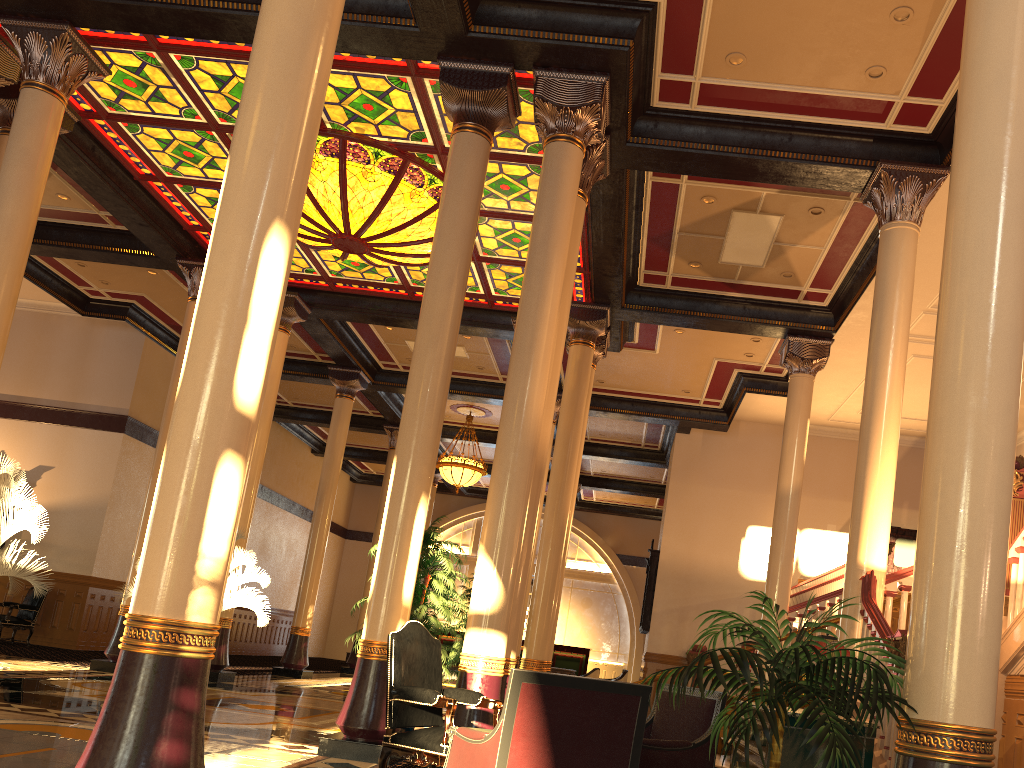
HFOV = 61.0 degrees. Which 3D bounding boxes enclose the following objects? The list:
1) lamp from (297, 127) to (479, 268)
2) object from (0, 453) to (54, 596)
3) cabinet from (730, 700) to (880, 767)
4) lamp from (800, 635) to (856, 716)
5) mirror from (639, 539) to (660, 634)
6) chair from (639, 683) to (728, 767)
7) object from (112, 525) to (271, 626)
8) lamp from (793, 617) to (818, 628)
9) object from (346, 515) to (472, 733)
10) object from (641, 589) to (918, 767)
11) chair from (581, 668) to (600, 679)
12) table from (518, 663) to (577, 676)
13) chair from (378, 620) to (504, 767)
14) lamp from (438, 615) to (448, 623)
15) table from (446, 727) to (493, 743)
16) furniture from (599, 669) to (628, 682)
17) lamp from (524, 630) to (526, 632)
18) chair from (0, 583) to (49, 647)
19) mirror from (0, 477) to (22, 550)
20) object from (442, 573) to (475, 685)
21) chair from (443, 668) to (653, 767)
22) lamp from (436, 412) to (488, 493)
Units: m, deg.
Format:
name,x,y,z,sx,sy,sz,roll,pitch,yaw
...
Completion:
name,x,y,z,sx,sy,sz,roll,pitch,yaw
lamp,-1.929,-1.968,10.619,2.978,0.589,3.110,7,-17,4
object,-5.110,1.714,8.257,2.079,2.207,1.842,9,-12,-6
cabinet,1.572,2.285,4.918,0.544,0.844,1.307,7,-14,8
lamp,1.673,1.565,4.674,0.318,0.410,0.329,8,-12,3
mirror,2.900,4.283,18.488,0.253,1.940,1.846,7,-12,9
chair,0.655,2.061,4.677,0.672,0.899,0.673,13,-12,-23
object,-4.288,3.093,12.389,1.798,2.221,2.160,6,-13,9
lamp,4.071,4.405,12.583,0.595,1.966,0.580,10,-9,-12
object,-0.887,2.185,7.789,1.141,2.102,1.003,15,-12,-35
object,1.103,1.534,3.632,1.089,1.404,1.055,0,-14,34
chair,1.131,5.481,15.521,0.745,0.892,1.015,2,-14,26
table,0.638,5.922,16.999,1.095,0.755,1.700,6,-16,7
chair,-0.412,2.036,5.350,0.722,1.074,0.781,4,-12,21
lamp,-2.055,7.192,26.262,0.449,0.433,0.409,18,-16,-38
table,-0.141,2.065,4.431,0.463,0.543,0.512,-4,-17,45
furniture,1.875,6.174,17.496,0.799,0.921,2.255,6,-16,8
lamp,0.546,7.494,26.118,0.449,0.433,0.409,18,-16,-38
chair,-8.521,3.888,14.843,0.711,1.074,0.793,2,-13,30
mirror,-9.752,2.165,15.851,1.375,1.519,0.205,7,-8,3
object,-0.453,3.509,11.870,1.048,2.102,1.095,9,-10,-5
chair,0.098,1.681,3.688,0.713,0.899,0.634,13,-12,-24
lamp,-1.078,1.542,19.482,1.190,1.863,1.221,8,-11,1
